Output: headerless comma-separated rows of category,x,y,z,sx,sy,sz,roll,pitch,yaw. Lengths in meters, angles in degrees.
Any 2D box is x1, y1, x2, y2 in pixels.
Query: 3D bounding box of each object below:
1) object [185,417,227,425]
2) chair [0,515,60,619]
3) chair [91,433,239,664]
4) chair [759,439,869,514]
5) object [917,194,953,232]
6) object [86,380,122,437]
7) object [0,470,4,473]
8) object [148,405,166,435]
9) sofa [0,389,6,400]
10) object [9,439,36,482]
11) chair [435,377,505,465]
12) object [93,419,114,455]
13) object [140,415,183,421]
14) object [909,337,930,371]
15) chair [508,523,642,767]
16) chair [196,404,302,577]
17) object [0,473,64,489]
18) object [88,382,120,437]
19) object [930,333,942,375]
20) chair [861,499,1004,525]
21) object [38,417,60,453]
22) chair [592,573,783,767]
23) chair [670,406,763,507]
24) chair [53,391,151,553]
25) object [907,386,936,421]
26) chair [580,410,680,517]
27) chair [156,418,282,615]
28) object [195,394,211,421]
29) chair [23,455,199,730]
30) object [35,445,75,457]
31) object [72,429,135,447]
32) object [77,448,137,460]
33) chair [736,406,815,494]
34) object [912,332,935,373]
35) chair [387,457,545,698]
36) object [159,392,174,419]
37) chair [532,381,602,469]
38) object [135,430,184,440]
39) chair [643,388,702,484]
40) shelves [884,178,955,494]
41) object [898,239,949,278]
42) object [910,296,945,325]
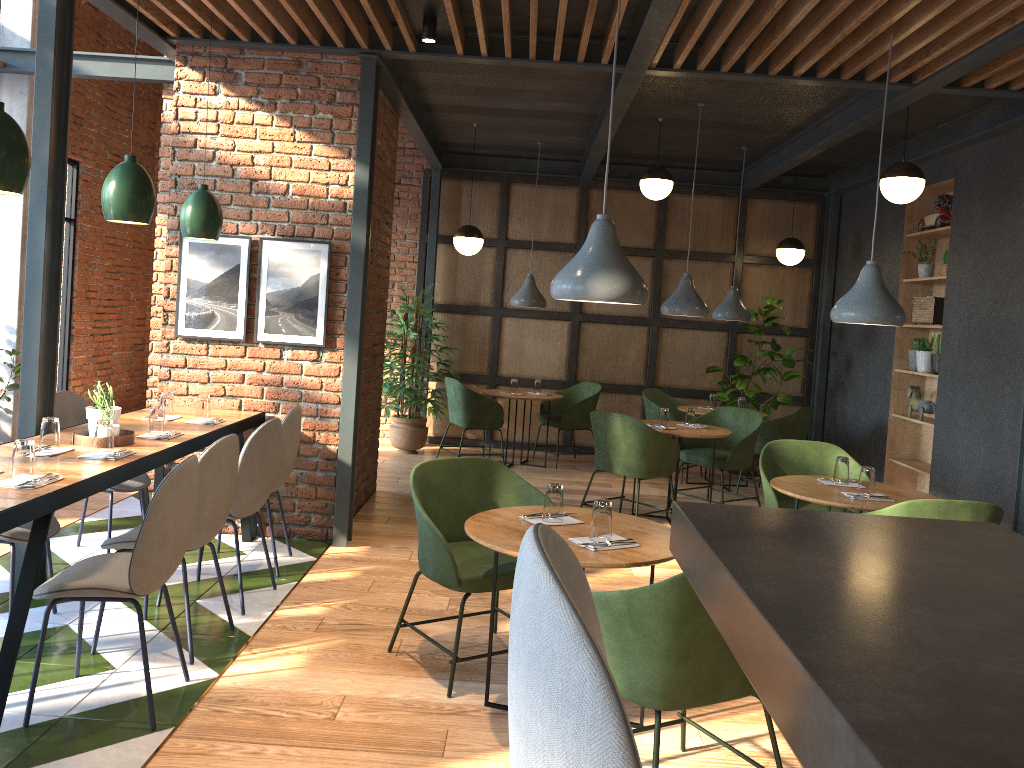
object,-1.646,0.196,4.756,0.157,0.019,0.243,4,5,1
chair,-2.173,0.580,3.695,0.507,0.886,0.419,4,2,-3
chair,-1.421,0.631,3.678,0.508,0.886,0.419,4,2,7
chair,1.705,0.763,5.046,0.638,0.817,0.516,4,3,1
object,3.459,-1.372,7.123,0.204,0.284,0.518,4,4,1
object,-1.832,0.117,3.975,0.145,0.276,0.146,3,3,-19
object,-1.913,0.312,3.114,0.157,0.019,0.243,4,5,1
object,-1.693,0.170,4.227,0.080,0.138,0.080,3,3,-26
sofa,-3.844,0.384,5.690,1.091,0.732,0.471,4,3,1
object,-1.695,0.264,3.074,0.080,0.138,0.080,5,3,24
chair,-0.369,0.357,8.331,0.514,0.817,0.640,3,3,-24
object,-1.685,0.217,3.659,0.080,0.138,0.080,2,3,-36
object,-1.893,0.176,4.804,0.157,0.019,0.243,4,5,-1
object,3.397,-0.254,7.393,0.173,0.295,0.190,3,3,-25
chair,0.216,0.785,0.934,0.507,1.241,0.419,4,2,1
chair,-1.423,0.540,4.799,0.507,0.886,0.419,4,2,-3
object,-1.676,0.333,3.054,0.157,0.019,0.243,4,5,1
object,-1.770,0.127,3.865,0.115,0.281,0.128,4,2,-4
object,3.357,-0.247,6.939,0.144,0.349,0.144,5,2,18
chair,1.767,0.861,3.883,0.638,0.817,0.516,4,3,-4
object,-1.888,0.206,3.618,0.080,0.138,0.080,5,3,24
chair,0.505,0.874,2.695,0.638,0.817,0.516,2,3,-29
chair,1.632,0.599,6.994,0.514,0.817,0.640,2,4,-39
chair,-2.201,0.495,4.716,0.508,0.886,0.419,4,2,7
object,3.343,0.157,7.222,0.150,0.257,0.523,4,4,0
chair,0.847,0.601,6.325,0.514,0.817,0.640,1,4,-44
chair,-1.391,0.587,4.251,0.508,0.886,0.419,4,2,7
object,-1.664,0.127,4.776,0.080,0.138,0.080,3,3,-26
chair,-1.388,0.680,3.104,0.507,0.886,0.419,4,2,-3
object,-1.915,0.269,3.642,0.157,0.019,0.243,4,5,1
object,-1.812,0.238,3.933,0.251,0.046,0.254,2,5,-26
object,-1.666,0.286,3.639,0.157,0.019,0.243,4,5,1
chair,2.343,0.579,7.824,0.516,0.817,0.638,6,4,37
object,3.358,-0.256,7.179,0.213,0.329,0.233,4,3,6
chair,-0.130,0.752,3.671,0.638,0.817,0.516,2,3,-34
object,-1.865,0.113,4.781,0.080,0.138,0.080,5,3,22
chair,0.561,0.383,8.774,0.514,0.817,0.640,3,3,-24
object,-1.674,0.239,4.208,0.157,0.019,0.243,4,5,1
chair,1.515,0.474,8.434,0.516,0.817,0.638,6,3,32
shelves,3.407,-0.237,7.162,0.284,2.702,0.837,4,2,1
object,3.402,-1.025,7.212,0.174,0.328,0.538,3,4,-20
object,3.426,-0.593,7.195,0.199,0.241,0.341,4,4,-4
